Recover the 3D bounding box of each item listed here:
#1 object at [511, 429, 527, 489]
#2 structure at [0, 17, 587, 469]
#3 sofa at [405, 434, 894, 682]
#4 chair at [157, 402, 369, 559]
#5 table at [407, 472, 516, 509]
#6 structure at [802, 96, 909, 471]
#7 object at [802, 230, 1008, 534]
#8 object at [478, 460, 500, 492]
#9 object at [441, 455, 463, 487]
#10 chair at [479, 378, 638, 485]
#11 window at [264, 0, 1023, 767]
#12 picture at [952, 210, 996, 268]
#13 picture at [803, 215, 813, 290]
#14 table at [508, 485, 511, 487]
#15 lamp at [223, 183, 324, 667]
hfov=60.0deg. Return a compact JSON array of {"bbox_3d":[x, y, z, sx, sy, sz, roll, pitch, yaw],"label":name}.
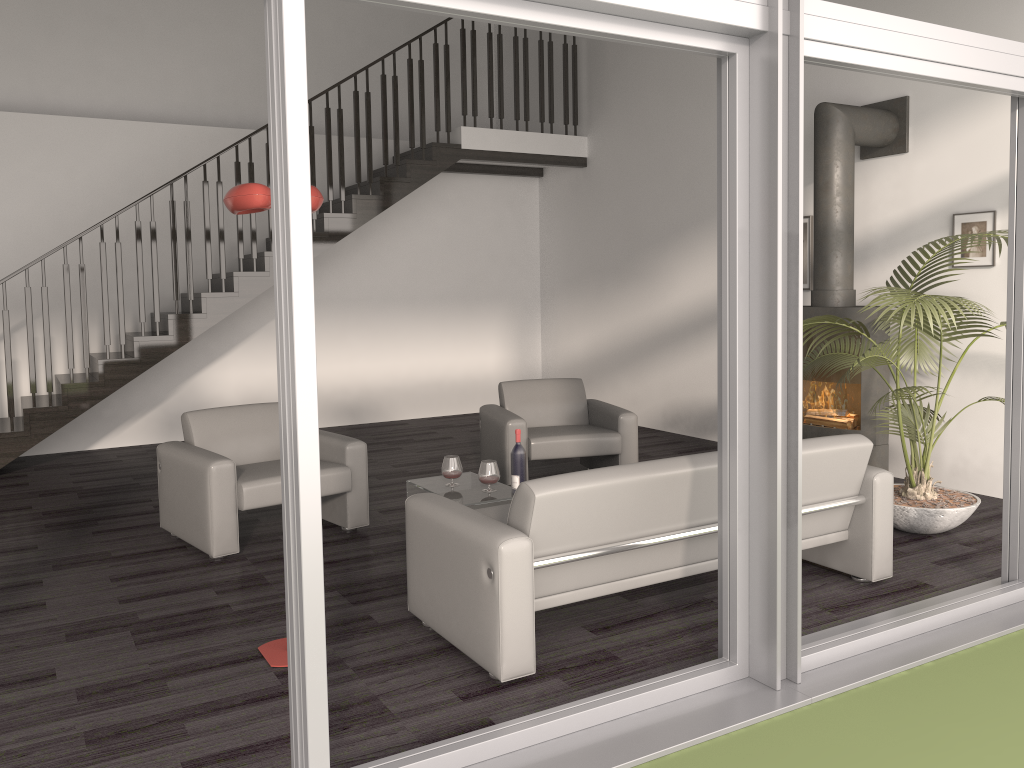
[{"bbox_3d":[0.036,0.435,4.927,0.093,0.369,0.093,-3,5,-31],"label":"object"},{"bbox_3d":[-1.833,-1.537,8.566,6.349,4.083,1.002,-4,5,-30],"label":"structure"},{"bbox_3d":[0.641,0.605,3.956,2.117,0.715,0.903,-4,6,-30],"label":"sofa"},{"bbox_3d":[-1.441,0.513,5.165,0.965,0.715,0.911,-5,7,-40],"label":"chair"},{"bbox_3d":[-0.240,0.718,4.732,0.400,0.341,0.682,-4,6,-30],"label":"table"},{"bbox_3d":[2.516,-0.659,6.279,1.117,2.667,0.819,-3,5,-30],"label":"structure"},{"bbox_3d":[2.163,-0.011,5.020,2.122,1.662,1.721,-5,6,-35],"label":"object"},{"bbox_3d":[-0.119,0.479,4.613,0.116,0.155,0.116,-5,6,-39],"label":"object"},{"bbox_3d":[-0.323,0.467,4.762,0.116,0.155,0.116,-3,5,-21],"label":"object"},{"bbox_3d":[0.322,0.354,6.349,0.963,0.715,0.912,-2,5,-15],"label":"chair"},{"bbox_3d":[-0.542,-0.565,2.191,9.755,3.462,0.386,-4,5,-30],"label":"window"},{"bbox_3d":[2.991,-0.934,5.741,0.015,0.351,0.289,-3,5,-30],"label":"picture"},{"bbox_3d":[2.233,-1.035,7.059,0.026,0.576,0.394,-3,5,-30],"label":"picture"},{"bbox_3d":[0.108,0.744,4.934,1.201,0.249,0.601,-4,7,-30],"label":"table"},{"bbox_3d":[-0.879,0.152,3.383,0.353,1.783,0.365,-3,5,-30],"label":"lamp"}]
